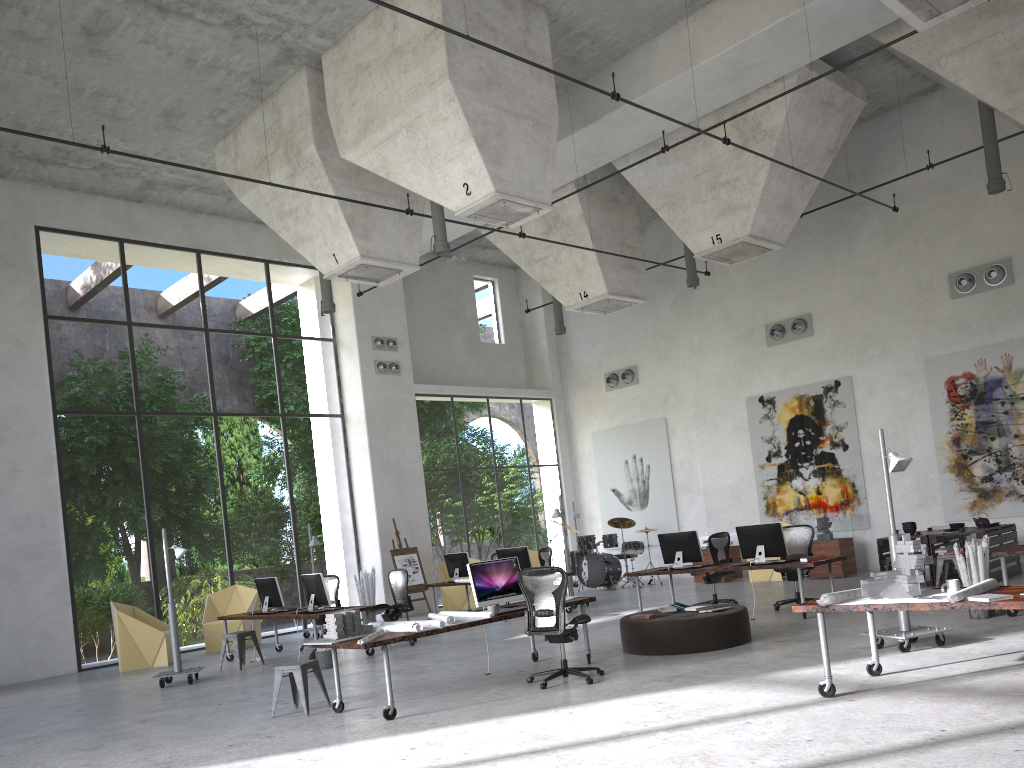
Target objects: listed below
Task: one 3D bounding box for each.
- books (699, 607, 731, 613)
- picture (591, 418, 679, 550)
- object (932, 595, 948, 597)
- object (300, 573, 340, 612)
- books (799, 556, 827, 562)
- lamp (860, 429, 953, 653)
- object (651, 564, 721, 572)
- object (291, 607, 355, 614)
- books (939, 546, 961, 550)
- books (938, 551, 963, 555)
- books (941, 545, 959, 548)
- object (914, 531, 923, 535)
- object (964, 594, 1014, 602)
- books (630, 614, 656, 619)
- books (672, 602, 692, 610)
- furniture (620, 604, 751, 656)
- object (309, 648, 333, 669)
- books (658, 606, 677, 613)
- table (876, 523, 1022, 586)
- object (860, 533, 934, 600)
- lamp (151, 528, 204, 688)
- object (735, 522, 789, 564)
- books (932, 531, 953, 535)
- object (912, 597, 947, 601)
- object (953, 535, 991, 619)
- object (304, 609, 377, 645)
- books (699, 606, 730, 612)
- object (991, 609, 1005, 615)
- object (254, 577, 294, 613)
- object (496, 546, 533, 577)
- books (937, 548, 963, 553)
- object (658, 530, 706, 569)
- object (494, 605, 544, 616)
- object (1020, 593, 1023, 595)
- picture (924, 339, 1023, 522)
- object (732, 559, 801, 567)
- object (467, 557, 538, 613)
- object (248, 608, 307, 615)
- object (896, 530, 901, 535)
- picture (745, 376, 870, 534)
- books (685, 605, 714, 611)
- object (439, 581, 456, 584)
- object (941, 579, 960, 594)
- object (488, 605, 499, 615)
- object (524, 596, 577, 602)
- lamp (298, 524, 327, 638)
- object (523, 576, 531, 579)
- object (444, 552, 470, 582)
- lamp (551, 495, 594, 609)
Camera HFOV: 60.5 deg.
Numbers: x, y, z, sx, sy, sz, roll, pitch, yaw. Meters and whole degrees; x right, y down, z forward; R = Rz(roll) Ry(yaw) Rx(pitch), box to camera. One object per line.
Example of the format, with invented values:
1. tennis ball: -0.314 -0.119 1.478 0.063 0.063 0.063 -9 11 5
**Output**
1. books: 2.339 2.598 10.106 0.299 0.031 0.223 -1 -11 -29
2. picture: 3.025 2.536 21.783 0.020 3.001 2.367 -5 -5 -44
3. object: 3.157 1.563 6.468 0.127 0.010 0.011 -12 -8 32
4. object: -2.833 3.066 12.967 0.375 0.549 0.725 -3 -7 -38
5. books: 3.995 2.323 11.667 0.284 0.052 0.205 -5 -9 -12
6. lamp: 3.729 1.505 8.574 0.577 2.140 0.602 -6 -2 -19
7. object: 2.624 2.777 13.242 0.686 0.008 0.861 2 -13 -42
8. object: -2.797 3.346 12.959 0.685 0.008 0.862 1 -12 -37
9. books: 6.498 2.439 13.045 0.255 0.032 0.176 -8 -9 7
10. books: 6.509 2.504 13.040 0.284 0.034 0.200 -7 -9 2
11. books: 6.499 2.410 13.045 0.204 0.025 0.145 -7 -9 2
12. object: 6.373 2.338 13.775 0.117 0.056 0.138 -11 -10 31
13. object: 3.287 1.475 6.058 0.199 0.023 0.239 -4 -10 -13
14. books: 1.523 2.702 10.204 0.257 0.032 0.175 -13 -12 36
15. books: 2.048 2.683 10.594 0.206 0.102 0.144 -11 -8 31
16. furniture: 2.041 2.896 10.398 1.504 0.425 1.530 2 -12 -42
17. object: -2.572 3.727 12.001 0.402 0.296 0.294 -12 -8 39
18. books: 1.877 2.722 10.608 0.197 0.034 0.288 -7 -9 2
19. table: 6.945 2.731 13.963 1.502 0.789 1.623 1 -11 -44
20. object: 2.942 1.410 6.724 0.360 0.517 0.499 -6 -6 -9
21. lamp: -4.678 3.051 12.071 0.595 2.140 0.584 -6 -2 -12
22. object: 3.529 2.224 12.264 0.376 0.549 0.724 -3 -8 -43
23. books: 6.603 2.279 13.493 0.305 0.030 0.225 -9 -10 13
24. object: 3.038 1.564 6.389 0.133 0.008 0.206 0 -11 -32
25. object: 5.213 2.168 9.856 0.318 0.932 0.345 -5 -3 -26
26. object: -1.602 2.309 8.501 0.439 0.302 0.737 -11 -10 35
27. books: 2.334 2.596 10.132 0.300 0.039 0.223 -5 -9 -9
28. object: 5.422 2.488 10.047 0.397 0.296 0.298 -6 -6 -1
29. object: -3.789 3.345 13.972 0.376 0.549 0.724 -3 -8 -43
30. object: 0.094 3.222 15.863 0.723 0.549 0.376 -12 -6 37
31. books: 6.506 2.471 13.041 0.283 0.033 0.200 -4 -10 -13
32. object: 2.588 2.497 13.249 0.376 0.549 0.724 -3 -8 -43
33. object: -0.071 2.448 9.477 0.847 0.008 0.697 2 -13 -42
34. object: 3.768 1.323 5.969 0.388 0.181 0.423 -4 -9 -19
35. picture: 8.542 0.826 15.372 0.020 3.001 2.246 -5 -4 -44
36. object: 3.564 2.504 12.256 0.686 0.008 0.861 2 -13 -42
37. object: -0.103 2.169 9.489 0.712 0.549 0.382 0 -7 -43
38. object: -3.754 3.625 13.964 0.686 0.008 0.861 2 -13 -42
39. object: 6.095 2.368 13.923 0.131 0.109 0.100 -11 -7 37
40. picture: 6.009 1.562 18.025 0.020 3.001 2.385 -5 -5 -44
41. books: 2.214 2.647 10.386 0.283 0.033 0.201 -1 -11 -31
42. object: -0.938 3.812 16.973 0.686 0.008 0.861 2 -13 -42
43. object: 3.304 1.524 6.603 0.122 0.099 0.089 -5 -5 -16
44. object: -0.184 2.343 9.098 0.122 0.099 0.089 -5 -5 -15
45. object: 0.417 2.416 9.926 0.469 0.085 0.442 1 -12 -40
46. lamp: -3.726 3.708 16.607 0.576 2.140 0.603 -4 -3 -44
47. object: 0.129 3.502 15.856 0.859 0.008 0.688 -14 -12 37
48. object: -0.974 3.532 16.981 0.376 0.549 0.724 -3 -8 -43
49. lamp: 1.033 3.179 16.693 0.593 2.140 0.585 -4 -3 -44
